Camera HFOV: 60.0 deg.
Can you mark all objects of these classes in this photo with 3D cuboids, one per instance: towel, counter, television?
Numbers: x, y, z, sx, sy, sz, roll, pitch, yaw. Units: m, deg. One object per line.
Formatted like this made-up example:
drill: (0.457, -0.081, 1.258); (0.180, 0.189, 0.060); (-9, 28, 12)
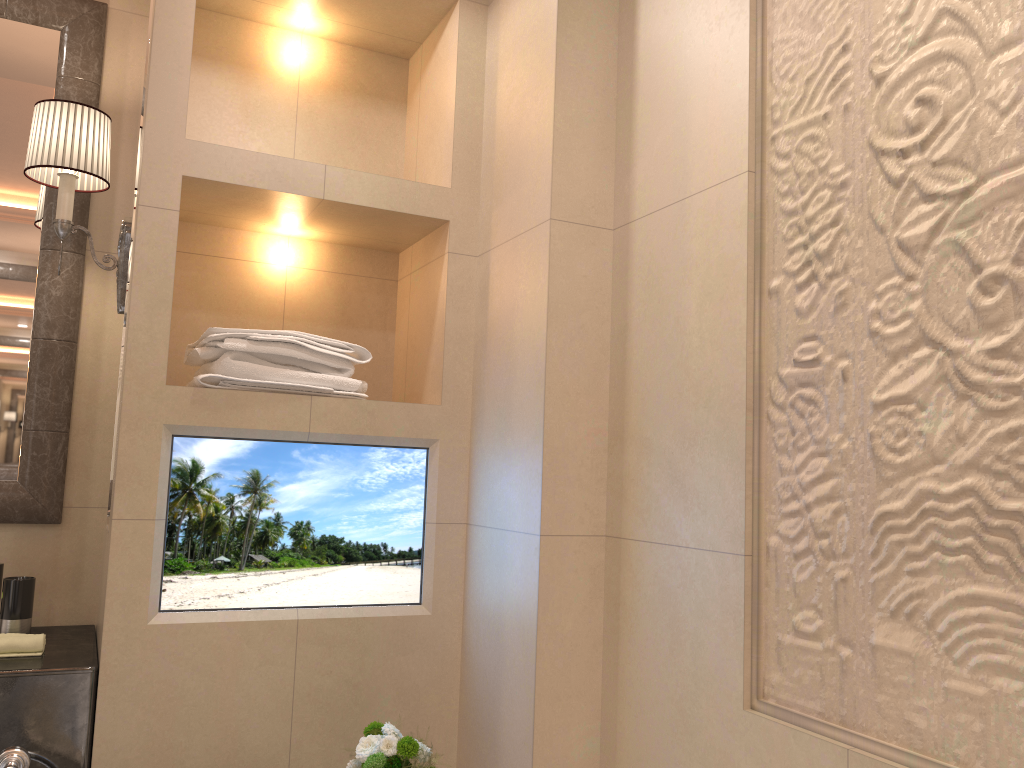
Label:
towel: (0.161, -0.437, 0.776); (0.517, 0.726, 3.195); (5, -7, -25)
counter: (-1.513, 0.938, 1.588); (1.330, 0.858, 0.543); (5, -7, -25)
television: (-0.460, 0.306, 1.942); (0.564, 0.360, 0.025); (5, -7, -25)
towel: (-1.034, 0.528, 1.805); (0.149, 0.039, 0.096); (5, -7, -24)

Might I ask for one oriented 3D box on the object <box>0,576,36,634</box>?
object: (-1.083, 0.492, 1.939); (0.063, 0.134, 0.063); (1, -6, 7)

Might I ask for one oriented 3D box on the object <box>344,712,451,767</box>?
object: (-0.221, 0.761, 1.711); (0.229, 0.252, 0.197); (0, -6, 16)

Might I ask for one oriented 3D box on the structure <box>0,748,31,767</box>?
structure: (-0.914, 0.784, 1.601); (0.203, 0.226, 0.074); (5, -7, -25)

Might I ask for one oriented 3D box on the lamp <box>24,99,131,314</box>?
lamp: (-0.975, -0.388, 1.989); (0.223, 0.444, 0.174); (5, -7, -25)

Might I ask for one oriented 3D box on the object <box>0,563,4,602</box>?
object: (-1.173, 0.456, 1.976); (0.063, 0.208, 0.063); (8, -8, -44)

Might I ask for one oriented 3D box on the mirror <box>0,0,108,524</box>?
mirror: (-1.568, -0.363, 1.960); (1.131, 1.321, 0.041); (5, -7, -25)
